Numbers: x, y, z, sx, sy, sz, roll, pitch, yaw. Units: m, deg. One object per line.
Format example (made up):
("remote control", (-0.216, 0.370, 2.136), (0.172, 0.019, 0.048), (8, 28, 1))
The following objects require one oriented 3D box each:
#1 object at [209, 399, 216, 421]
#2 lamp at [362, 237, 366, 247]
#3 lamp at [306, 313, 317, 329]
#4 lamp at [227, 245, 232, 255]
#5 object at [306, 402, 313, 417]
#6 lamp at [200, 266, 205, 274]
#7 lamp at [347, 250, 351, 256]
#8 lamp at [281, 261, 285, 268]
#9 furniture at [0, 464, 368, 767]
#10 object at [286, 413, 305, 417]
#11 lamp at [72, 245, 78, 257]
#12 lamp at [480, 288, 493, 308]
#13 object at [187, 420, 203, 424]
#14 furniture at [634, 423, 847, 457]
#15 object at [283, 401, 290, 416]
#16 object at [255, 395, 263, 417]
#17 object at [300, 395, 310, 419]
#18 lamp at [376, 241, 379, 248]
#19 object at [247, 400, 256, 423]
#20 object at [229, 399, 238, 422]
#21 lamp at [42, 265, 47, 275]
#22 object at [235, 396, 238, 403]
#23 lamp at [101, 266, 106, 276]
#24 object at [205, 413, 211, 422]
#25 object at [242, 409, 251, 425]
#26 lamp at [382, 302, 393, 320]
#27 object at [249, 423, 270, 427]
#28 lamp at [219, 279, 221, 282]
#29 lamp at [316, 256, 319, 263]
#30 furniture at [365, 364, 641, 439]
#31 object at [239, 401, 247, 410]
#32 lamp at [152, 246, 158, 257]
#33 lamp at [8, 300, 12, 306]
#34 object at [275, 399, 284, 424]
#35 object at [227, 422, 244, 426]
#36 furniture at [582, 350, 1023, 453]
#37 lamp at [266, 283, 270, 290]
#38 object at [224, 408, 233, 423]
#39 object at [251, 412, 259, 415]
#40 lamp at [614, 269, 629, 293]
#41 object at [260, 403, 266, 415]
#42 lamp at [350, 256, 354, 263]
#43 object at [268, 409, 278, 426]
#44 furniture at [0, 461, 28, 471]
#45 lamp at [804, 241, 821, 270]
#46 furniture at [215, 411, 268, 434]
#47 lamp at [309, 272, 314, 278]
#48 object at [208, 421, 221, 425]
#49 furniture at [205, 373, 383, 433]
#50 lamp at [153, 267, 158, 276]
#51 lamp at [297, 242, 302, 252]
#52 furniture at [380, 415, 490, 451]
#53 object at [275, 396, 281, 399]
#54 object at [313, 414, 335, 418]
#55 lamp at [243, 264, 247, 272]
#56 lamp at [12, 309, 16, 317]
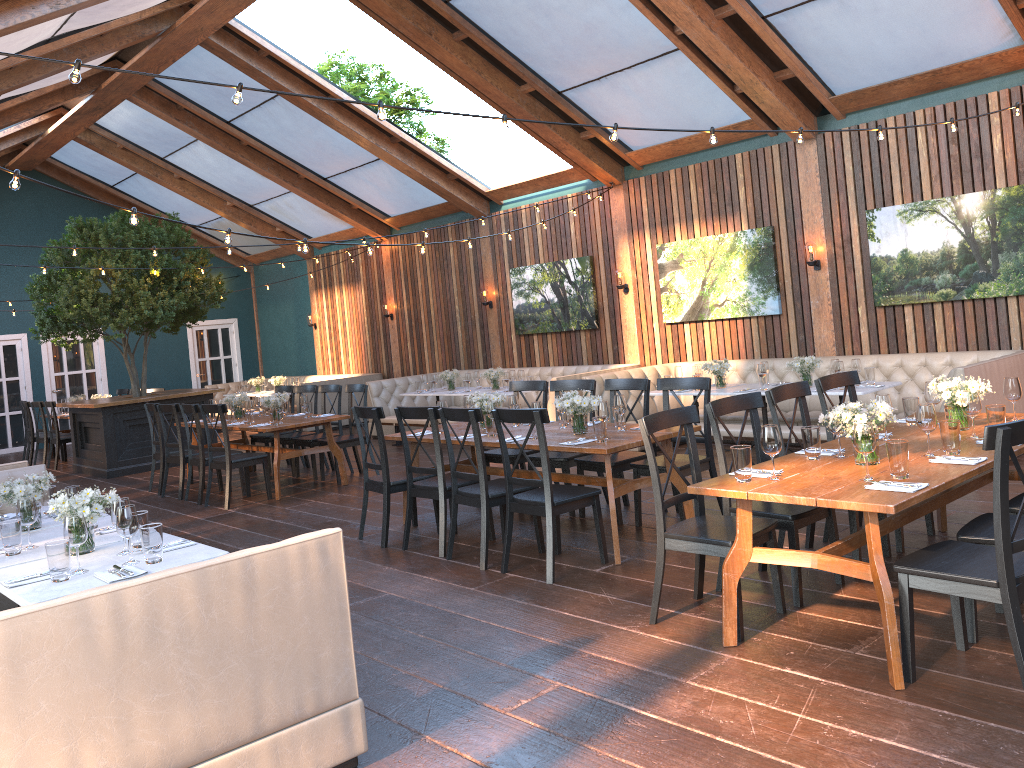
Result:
("object", (-3.512, 0.304, 10.394), (0.092, 0.244, 0.092), (-5, 1, 7))
("lamp", (-1.729, -1.660, 10.332), (0.056, 0.117, 0.067), (-5, 1, 12))
("lamp", (-4.031, -1.260, 17.759), (0.178, 0.320, 0.146), (-6, 1, -41))
("lamp", (-3.096, -1.470, 9.685), (0.056, 0.121, 0.056), (-5, 1, 24))
("object", (-2.198, 0.279, 9.575), (0.092, 0.158, 0.092), (-6, 1, -5))
("lamp", (-4.344, -1.598, 12.423), (0.056, 0.119, 0.060), (-5, 1, 34))
("lamp", (-2.754, -2.219, 14.974), (0.064, 0.118, 0.056), (-6, 1, -33))
("lamp", (-3.545, -1.850, 13.703), (0.056, 0.117, 0.068), (-6, 1, -44))
("furniture", (-2.554, 1.069, 4.172), (1.716, 0.858, 4.149), (-8, 5, -41))
("object", (-2.424, 0.346, 9.920), (0.256, 0.019, 0.157), (-9, 5, -41))
("lamp", (-4.473, -1.360, 9.043), (0.056, 0.121, 0.056), (-6, 1, -32))
("lamp", (-0.402, -1.320, 13.647), (0.178, 0.320, 0.146), (-6, 1, -41))
("object", (-3.691, 0.436, 10.368), (0.256, 0.019, 0.157), (-9, 5, -41))
("furniture", (1.995, 0.585, 8.219), (0.314, 0.399, 2.323), (-7, 4, -41))
("object", (-2.563, 0.282, 10.022), (0.091, 0.158, 0.092), (-5, 1, 15))
("object", (-2.945, 0.257, 10.302), (0.092, 0.244, 0.092), (-6, 1, -44))
("object", (-2.219, 0.244, 9.478), (0.092, 0.244, 0.092), (-6, 1, -16))
("lamp", (-2.372, -2.455, 15.609), (0.056, 0.120, 0.056), (-6, 1, -12))
("object", (-2.806, 0.295, 9.559), (0.092, 0.244, 0.092), (-6, 1, -38))
("object", (-3.126, 0.298, 9.944), (0.092, 0.244, 0.092), (-6, 1, -44))
("lamp", (-5.543, -1.354, 10.479), (0.056, 0.120, 0.056), (-5, 1, 36))
("object", (-3.368, 0.267, 10.728), (0.092, 0.244, 0.092), (-5, 1, 29))
("lamp", (-5.142, -1.420, 11.128), (0.056, 0.121, 0.056), (-5, 1, 29))
("object", (-3.535, 0.358, 10.262), (0.092, 0.158, 0.091), (-6, 1, -25))
("object", (-2.820, 0.349, 9.416), (0.092, 0.158, 0.092), (-6, 1, -15))
("lamp", (-2.216, -1.290, 15.702), (0.178, 0.320, 0.146), (-6, 1, -41))
("object", (-2.566, 0.417, 9.101), (0.256, 0.019, 0.157), (-9, 5, -41))
("lamp", (-6.347, -2.239, 19.221), (0.056, 0.121, 0.056), (-5, 1, 31))
("lamp", (-3.160, -2.018, 14.353), (0.056, 0.121, 0.056), (-5, 1, 31))
("furniture", (-0.183, 0.275, 12.337), (1.716, 0.858, 4.149), (-8, 5, -41))
("object", (-3.303, 0.294, 10.864), (0.092, 0.158, 0.092), (-6, 1, -15))
("lamp", (-3.784, -1.404, 9.373), (0.056, 0.121, 0.056), (-5, 1, -1))
("lamp", (-8.742, -1.410, 15.408), (0.067, 0.117, 0.056), (-5, 1, 3))
("object", (-2.398, 0.285, 9.133), (0.092, 0.244, 0.092), (-6, 1, -38))
("object", (-2.949, 0.423, 9.538), (0.256, 0.019, 0.157), (-9, 5, -41))
("furniture", (2.804, 0.226, 8.952), (1.716, 0.858, 4.149), (-8, 5, -41))
("lamp", (-4.143, -1.654, 15.011), (0.056, 0.121, 0.056), (-5, 1, 26))
("object", (-3.145, 0.352, 9.822), (0.092, 0.158, 0.091), (-6, 1, -35))
("object", (-3.166, 0.359, 10.755), (0.256, 0.019, 0.157), (-9, 5, -41))
("lamp", (1.427, -1.350, 11.575), (0.178, 0.320, 0.146), (-6, 1, -41))
("object", (-2.937, 0.288, 10.405), (0.092, 0.158, 0.092), (-6, 1, -15))
("lamp", (-2.814, -2.187, 15.558), (0.074, 0.115, 0.056), (-6, 1, -35))
("object", (-2.424, 0.341, 8.988), (0.092, 0.158, 0.092), (-6, 1, -5))
("furniture", (-5.548, 1.118, 7.564), (1.716, 0.858, 4.149), (-8, 5, -41))
("lamp", (3.233, -1.380, 9.529), (0.178, 0.320, 0.146), (-6, 1, -41))
("furniture", (-5.001, 0.701, 16.147), (0.314, 0.399, 2.323), (-7, 4, -41))
("lamp", (-3.462, -1.887, 15.288), (0.066, 0.118, 0.056), (-5, 1, 25))
("object", (-3.278, 0.427, 9.929), (0.256, 0.019, 0.157), (-9, 5, -41))
("furniture", (-4.172, 0.341, 16.857), (1.716, 0.858, 4.149), (-8, 5, -41))
("lamp", (-4.753, -1.502, 11.784), (0.056, 0.121, 0.056), (-6, 1, -16))
("lamp", (-2.406, -1.554, 10.005), (0.056, 0.121, 0.056), (-6, 1, -26))
("furniture", (-0.990, 0.635, 11.601), (0.314, 0.399, 2.323), (-7, 4, -41))
("object", (-2.619, 0.253, 9.885), (0.092, 0.244, 0.092), (-5, 1, 1))
("object", (-2.037, 0.340, 9.480), (0.256, 0.019, 0.157), (-9, 5, -41))
("lamp", (-3.940, -1.712, 13.066), (0.060, 0.119, 0.056), (-6, 1, -18))
("lamp", (-7.600, -1.085, 13.497), (0.056, 0.119, 0.060), (-6, 1, -5))
